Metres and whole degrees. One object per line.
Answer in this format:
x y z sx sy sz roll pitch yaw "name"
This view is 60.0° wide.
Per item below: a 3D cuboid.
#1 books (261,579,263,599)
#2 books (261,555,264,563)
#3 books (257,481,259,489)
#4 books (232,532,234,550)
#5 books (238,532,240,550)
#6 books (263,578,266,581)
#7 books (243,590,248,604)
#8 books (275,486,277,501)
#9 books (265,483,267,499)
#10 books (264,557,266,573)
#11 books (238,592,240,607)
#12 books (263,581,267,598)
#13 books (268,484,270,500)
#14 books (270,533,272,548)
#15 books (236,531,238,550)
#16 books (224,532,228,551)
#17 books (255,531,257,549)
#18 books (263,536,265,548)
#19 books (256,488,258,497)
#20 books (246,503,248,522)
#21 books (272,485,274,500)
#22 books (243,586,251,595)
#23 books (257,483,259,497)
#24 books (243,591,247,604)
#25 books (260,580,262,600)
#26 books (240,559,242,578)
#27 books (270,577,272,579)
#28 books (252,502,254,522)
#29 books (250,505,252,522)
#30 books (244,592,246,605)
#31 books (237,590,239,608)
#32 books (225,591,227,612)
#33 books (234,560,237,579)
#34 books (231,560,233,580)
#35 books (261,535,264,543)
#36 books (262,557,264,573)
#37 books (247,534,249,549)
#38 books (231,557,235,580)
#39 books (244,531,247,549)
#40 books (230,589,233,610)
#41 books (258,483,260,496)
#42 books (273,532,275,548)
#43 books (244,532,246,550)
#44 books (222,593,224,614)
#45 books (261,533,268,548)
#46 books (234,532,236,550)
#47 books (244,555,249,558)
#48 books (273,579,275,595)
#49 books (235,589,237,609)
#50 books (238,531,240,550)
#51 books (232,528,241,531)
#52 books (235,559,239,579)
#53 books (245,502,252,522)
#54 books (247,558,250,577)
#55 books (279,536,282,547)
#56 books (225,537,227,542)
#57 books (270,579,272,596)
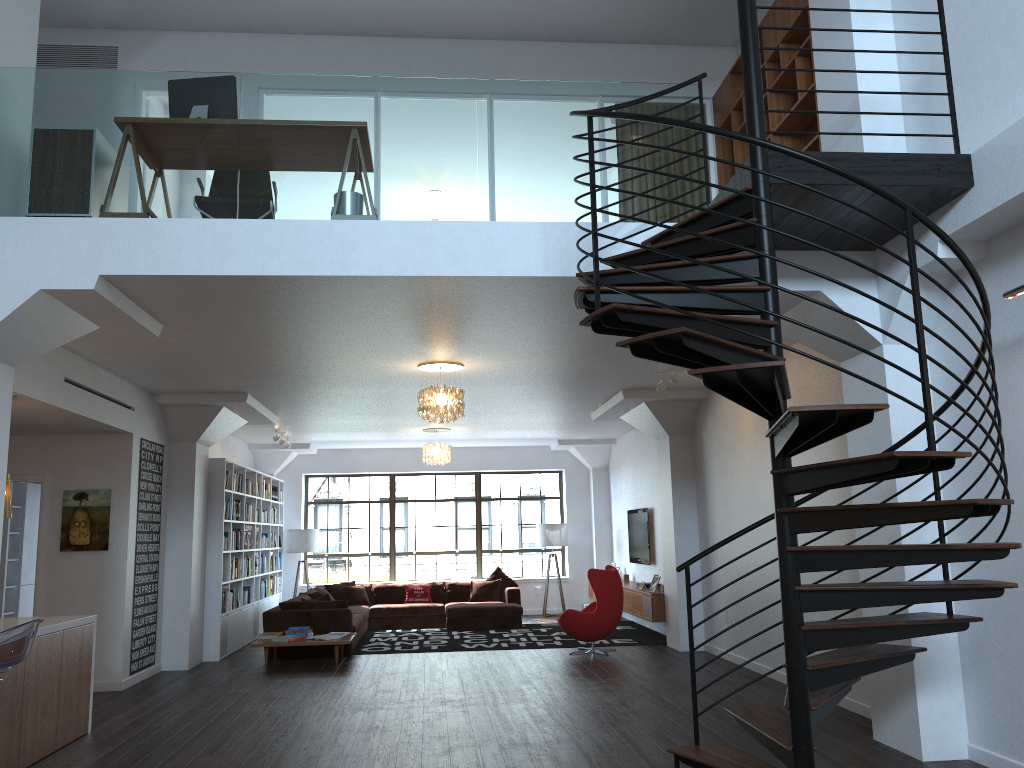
-3.857 3.104 13.411 0.176 0.290 0.053 0 -10 -6 "books"
-3.878 2.740 13.514 0.197 0.290 0.136 0 -10 -5 "books"
-3.857 1.566 13.196 0.160 0.251 0.031 0 -10 -5 "books"
-3.676 2.023 11.417 0.174 0.239 0.045 0 -10 -5 "books"
-3.705 2.082 11.760 0.174 0.239 0.045 0 -10 -5 "books"
-3.885 3.151 13.678 0.176 0.290 0.036 0 -10 -6 "books"
-3.754 2.970 12.348 0.139 0.191 0.036 0 -10 -5 "books"
-3.995 1.820 14.680 0.183 0.253 0.042 0 -10 -5 "books"
-3.907 1.671 13.791 0.171 0.246 0.057 0 -10 -5 "books"
-3.881 2.788 13.659 0.174 0.242 0.105 0 -10 -5 "books"
-3.698 2.859 11.749 0.161 0.207 0.135 0 -10 -6 "books"
-3.872 3.163 13.642 0.183 0.253 0.034 0 -10 -6 "books"
-3.928 1.710 14.040 0.183 0.253 0.034 0 -10 -5 "books"
-3.929 2.496 14.144 0.174 0.240 0.054 0 -10 -5 "books"
-3.697 2.058 11.663 0.182 0.253 0.034 0 -10 -5 "books"
-3.643 1.981 11.150 0.140 0.231 0.042 0 -10 -5 "books"
-3.816 2.279 12.929 0.174 0.251 0.051 0 -10 -5 "books"
-3.866 2.422 13.581 0.139 0.191 0.036 0 -10 -5 "books"
-3.841 1.551 13.062 0.174 0.236 0.136 0 -10 -6 "books"
-3.761 1.789 12.320 0.182 0.253 0.034 0 -10 -5 "books"
-3.976 1.776 14.422 0.183 0.253 0.042 0 -10 -5 "books"
-3.781 2.989 12.573 0.140 0.231 0.042 0 -10 -5 "books"
-3.838 1.574 13.114 0.161 0.207 0.130 0 -10 -6 "books"
-3.749 2.972 12.319 0.128 0.178 0.021 0 -10 -5 "books"
-3.855 3.089 13.301 0.198 0.284 0.066 0 -10 -6 "books"
-3.717 2.471 11.866 0.183 0.253 0.034 0 -10 -5 "books"
-3.951 3.249 14.227 0.198 0.284 0.066 0 -10 -5 "books"
-3.808 1.839 12.701 0.197 0.283 0.065 0 -10 -5 "books"
-3.785 1.838 12.563 0.174 0.239 0.045 0 -10 -5 "books"
-3.733 2.964 12.243 0.107 0.167 0.017 0 -10 -5 "books"
-3.701 2.835 11.695 0.174 0.236 0.142 0 -10 -6 "books"
-3.641 2.710 11.021 0.180 0.251 0.048 0 -10 -5 "books"
-3.696 2.432 11.618 0.171 0.246 0.057 0 -10 -5 "books"
-3.680 2.396 11.412 0.171 0.246 0.057 0 -10 -5 "books"
-3.867 2.408 13.542 0.140 0.206 0.042 0 -10 -5 "books"
-3.851 2.740 13.411 0.182 0.253 0.098 0 -10 -5 "books"
-3.764 2.208 12.388 0.161 0.207 0.135 0 -10 -6 "books"
-3.690 2.389 11.497 0.176 0.290 0.053 0 -10 -5 "books"
-3.765 2.164 12.273 0.183 0.253 0.042 0 -10 -5 "books"
-3.675 2.769 11.373 0.183 0.253 0.042 0 -10 -5 "books"
-3.850 1.584 13.225 0.161 0.223 0.032 0 -10 -5 "books"
-3.967 2.549 14.489 0.183 0.253 0.042 0 -10 -5 "books"
-3.744 2.151 12.162 0.174 0.240 0.054 0 -10 -5 "books"
-3.614 2.683 10.829 0.174 0.240 0.054 0 -10 -5 "books"
-3.900 2.458 13.907 0.140 0.231 0.042 0 -10 -5 "books"
-3.699 2.057 11.591 0.167 0.230 0.037 0 -10 -5 "books"
-3.769 2.545 12.395 0.176 0.290 0.036 0 -10 -6 "books"
-3.961 3.310 14.468 0.171 0.246 0.057 0 -10 -5 "books"
-3.692 2.811 11.608 0.183 0.253 0.042 0 -10 -5 "books"
-3.715 2.082 11.800 0.182 0.253 0.034 0 -10 -5 "books"
-3.724 2.080 11.898 0.176 0.294 0.102 0 -10 -5 "books"
-3.705 2.442 11.699 0.183 0.253 0.034 0 -10 -5 "books"
-3.799 1.826 12.642 0.176 0.290 0.053 0 -10 -5 "books"
-3.756 2.557 12.359 0.183 0.253 0.034 0 -10 -6 "books"
-4.011 2.664 15.041 0.182 0.215 0.188 0 -10 -5 "books"
-3.624 1.998 11.061 0.120 0.167 0.020 0 -10 -5 "books"
-3.928 3.253 14.168 0.183 0.253 0.037 0 -10 -5 "books"
